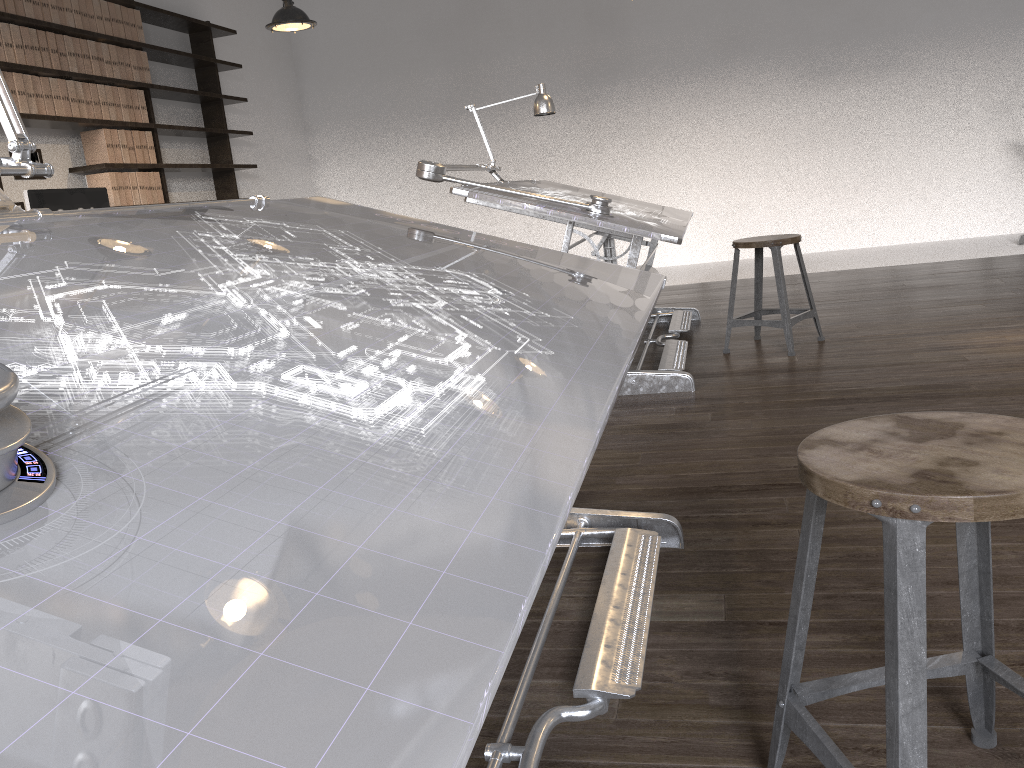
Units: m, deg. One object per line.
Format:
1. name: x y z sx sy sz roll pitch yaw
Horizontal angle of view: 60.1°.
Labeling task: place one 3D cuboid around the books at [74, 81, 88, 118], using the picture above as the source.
1. books: -2.736 -1.743 5.474 0.174 0.224 0.067 -4 10 14

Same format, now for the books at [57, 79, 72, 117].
1. books: -2.764 -1.709 5.335 0.174 0.224 0.067 -4 10 14

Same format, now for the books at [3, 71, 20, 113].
1. books: -2.860 -1.612 4.938 0.174 0.223 0.067 -4 10 14

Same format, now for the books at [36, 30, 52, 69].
1. books: -2.821 -1.949 5.208 0.174 0.223 0.067 -4 10 14

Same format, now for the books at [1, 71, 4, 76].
1. books: -2.871 -1.595 4.865 0.174 0.224 0.067 -4 10 14

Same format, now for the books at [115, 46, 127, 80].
1. books: -2.668 -2.114 5.881 0.174 0.224 0.067 -4 10 14

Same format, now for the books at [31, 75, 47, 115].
1. books: -2.816 -1.660 5.137 0.174 0.224 0.067 -4 10 14

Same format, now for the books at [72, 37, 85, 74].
1. books: -2.758 -2.018 5.487 0.174 0.224 0.067 -4 10 14

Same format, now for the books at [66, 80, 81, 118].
1. books: -2.748 -1.726 5.404 0.174 0.224 0.067 -4 10 14

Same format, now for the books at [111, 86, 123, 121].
1. books: -2.663 -1.824 5.806 0.174 0.223 0.067 -4 10 14

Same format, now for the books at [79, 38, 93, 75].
1. books: -2.742 -2.034 5.555 0.174 0.224 0.067 -4 10 14

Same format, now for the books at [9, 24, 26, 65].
1. books: -2.860 -1.901 5.004 0.174 0.224 0.067 -4 10 14

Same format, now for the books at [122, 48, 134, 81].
1. books: -2.655 -2.130 5.948 0.174 0.224 0.067 -4 10 14

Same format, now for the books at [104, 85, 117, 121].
1. books: -2.675 -1.809 5.745 0.174 0.223 0.067 -4 10 14

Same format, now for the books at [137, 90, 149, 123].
1. books: -2.600 -1.888 6.070 0.174 0.224 0.067 -4 10 14

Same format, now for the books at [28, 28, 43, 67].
1. books: -2.835 -1.932 5.135 0.174 0.223 0.067 -4 10 14

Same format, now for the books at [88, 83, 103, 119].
1. books: -2.708 -1.776 5.609 0.174 0.224 0.067 -4 10 14

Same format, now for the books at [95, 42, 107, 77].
1. books: -2.712 -2.066 5.683 0.174 0.223 0.067 -4 10 14

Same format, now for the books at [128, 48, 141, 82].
1. books: -2.633 -2.146 6.013 0.174 0.224 0.067 -4 10 14

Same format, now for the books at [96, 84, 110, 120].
1. books: -2.689 -1.792 5.675 0.174 0.224 0.067 -4 10 14

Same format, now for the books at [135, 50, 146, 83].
1. books: -2.623 -2.162 6.078 0.174 0.223 0.067 -4 10 14

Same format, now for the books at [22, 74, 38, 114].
1. books: -2.827 -1.644 5.070 0.174 0.224 0.067 -4 10 14

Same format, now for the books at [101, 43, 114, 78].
1. books: -2.697 -2.080 5.743 0.174 0.223 0.067 -4 10 14

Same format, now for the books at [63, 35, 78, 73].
1. books: -2.769 -2.001 5.418 0.174 0.224 0.067 -4 10 14

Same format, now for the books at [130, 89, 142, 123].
1. books: -2.620 -1.871 6.003 0.174 0.224 0.067 -4 10 14

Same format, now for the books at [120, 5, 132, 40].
1. books: -2.670 -2.415 5.967 0.174 0.224 0.067 -4 10 14

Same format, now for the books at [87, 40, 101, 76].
1. books: -2.722 -2.050 5.618 0.174 0.224 0.067 -4 10 14

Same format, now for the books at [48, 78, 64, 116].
1. books: -2.782 -1.694 5.275 0.174 0.223 0.067 -4 10 14

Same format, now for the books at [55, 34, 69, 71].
1. books: -2.789 -1.984 5.351 0.174 0.224 0.067 -4 10 14

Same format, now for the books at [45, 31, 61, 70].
1. books: -2.800 -1.967 5.278 0.174 0.224 0.067 -4 10 14

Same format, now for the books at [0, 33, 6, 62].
1. books: -2.898 -1.867 4.869 0.174 0.224 0.067 -4 10 14

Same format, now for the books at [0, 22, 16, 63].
1. books: -2.879 -1.883 4.935 0.174 0.224 0.067 -4 10 14

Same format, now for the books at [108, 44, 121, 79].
1. books: -2.679 -2.097 5.812 0.174 0.224 0.067 -4 10 14

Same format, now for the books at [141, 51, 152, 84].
1. books: -2.608 -2.177 6.138 0.174 0.223 0.067 -4 10 14

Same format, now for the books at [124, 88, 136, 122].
1. books: -2.635 -1.855 5.935 0.174 0.224 0.067 -4 10 14

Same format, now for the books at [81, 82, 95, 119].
1. books: -2.725 -1.759 5.542 0.174 0.224 0.067 -4 10 14

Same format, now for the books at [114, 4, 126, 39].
1. books: -2.686 -2.398 5.895 0.174 0.223 0.067 -4 10 14

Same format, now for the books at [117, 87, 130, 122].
1. books: -2.644 -1.839 5.869 0.174 0.224 0.067 -4 10 14

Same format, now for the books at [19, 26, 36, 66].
1. books: -2.844 -1.917 5.073 0.174 0.224 0.067 -4 10 14

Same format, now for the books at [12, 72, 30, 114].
1. books: -2.840 -1.628 4.999 0.174 0.224 0.067 -4 10 14

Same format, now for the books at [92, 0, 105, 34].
1. books: -2.730 -2.349 5.696 0.174 0.224 0.067 -4 10 14

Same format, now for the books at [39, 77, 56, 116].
1. books: -2.799 -1.677 5.204 0.174 0.224 0.067 -4 10 14
